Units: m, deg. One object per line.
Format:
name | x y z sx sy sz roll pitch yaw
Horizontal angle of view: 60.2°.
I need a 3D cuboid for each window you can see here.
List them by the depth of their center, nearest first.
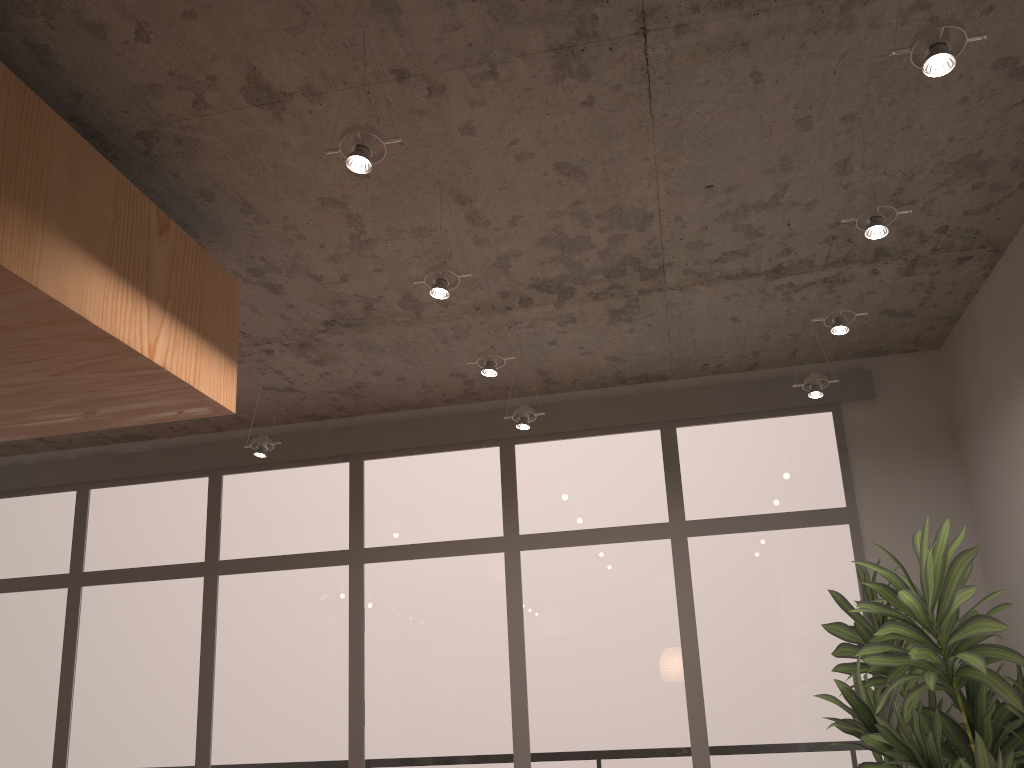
window | -1.964 1.951 5.648 8.587 3.197 0.063 -7 -16 11

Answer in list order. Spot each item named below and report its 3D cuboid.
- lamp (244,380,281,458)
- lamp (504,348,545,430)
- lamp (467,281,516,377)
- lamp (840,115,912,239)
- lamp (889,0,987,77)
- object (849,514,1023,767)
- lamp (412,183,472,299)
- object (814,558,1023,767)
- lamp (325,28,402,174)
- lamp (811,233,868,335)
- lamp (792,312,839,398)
lamp | -1.458 0.196 5.175 0.199 0.470 0.137 4 -18 -21
lamp | 0.059 0.016 4.884 0.199 0.470 0.137 4 -18 -21
lamp | -0.105 -0.268 4.110 0.199 0.470 0.137 4 -18 -21
lamp | 1.230 -0.729 3.048 0.199 0.470 0.137 4 -18 -21
lamp | 1.066 -1.013 2.273 0.199 0.470 0.137 4 -18 -21
object | 1.926 1.568 3.408 0.975 2.050 1.100 -10 -19 23
lamp | -0.268 -0.552 3.335 0.199 0.470 0.137 4 -18 -21
object | 2.047 1.804 4.050 1.092 2.050 0.981 -12 -19 28
lamp | -0.432 -0.836 2.560 0.199 0.470 0.137 4 -18 -21
lamp | 1.394 -0.445 3.823 0.199 0.470 0.137 4 -18 -21
lamp | 1.558 -0.161 4.597 0.199 0.470 0.137 4 -18 -21
